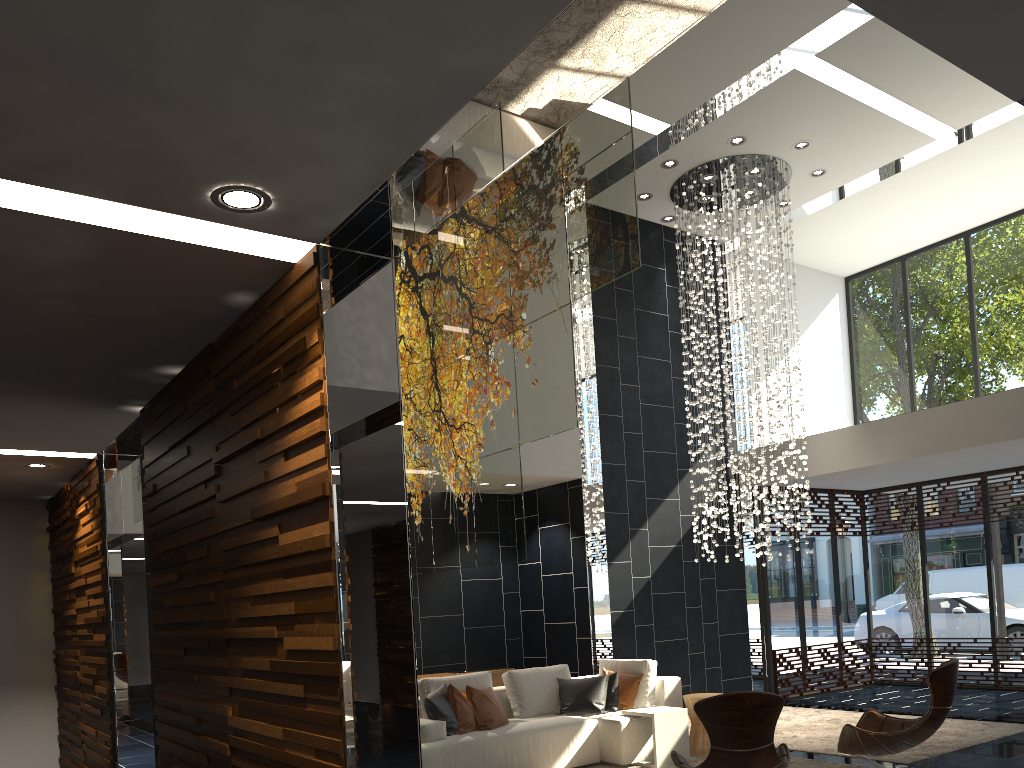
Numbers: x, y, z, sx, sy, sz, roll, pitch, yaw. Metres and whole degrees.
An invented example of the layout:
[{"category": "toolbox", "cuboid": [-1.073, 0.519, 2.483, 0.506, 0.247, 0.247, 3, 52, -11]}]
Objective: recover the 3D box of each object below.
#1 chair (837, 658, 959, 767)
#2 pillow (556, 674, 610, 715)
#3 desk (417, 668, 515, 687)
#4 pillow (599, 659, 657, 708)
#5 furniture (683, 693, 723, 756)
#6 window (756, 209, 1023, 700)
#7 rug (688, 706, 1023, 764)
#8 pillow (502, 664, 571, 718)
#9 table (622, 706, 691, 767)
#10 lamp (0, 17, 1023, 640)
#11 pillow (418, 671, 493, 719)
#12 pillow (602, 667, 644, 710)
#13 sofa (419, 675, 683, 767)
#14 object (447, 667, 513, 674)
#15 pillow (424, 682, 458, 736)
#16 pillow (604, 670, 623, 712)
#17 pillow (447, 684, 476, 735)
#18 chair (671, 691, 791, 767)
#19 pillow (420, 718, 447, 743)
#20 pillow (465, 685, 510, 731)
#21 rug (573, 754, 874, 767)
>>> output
[{"category": "chair", "cuboid": [2.635, 2.334, 5.892, 0.795, 0.910, 0.684, -6, -6, 22]}, {"category": "pillow", "cuboid": [0.642, 2.832, 7.839, 0.507, 0.358, 0.304, -6, -7, 14]}, {"category": "desk", "cuboid": [-0.964, 3.452, 9.059, 2.250, 0.732, 1.015, 6, -13, -35]}, {"category": "pillow", "cuboid": [1.087, 2.841, 8.201, 0.218, 0.447, 0.731, -1, -10, -34]}, {"category": "furniture", "cuboid": [1.769, 3.093, 7.850, 0.393, 0.510, 0.401, -3, -6, -1]}, {"category": "window", "cuboid": [5.881, 0.540, 9.388, 2.353, 5.882, 6.294, -1, -8, -36]}, {"category": "rug", "cuboid": [3.112, 3.551, 8.920, 2.342, 0.006, 3.512, 7, -17, -34]}, {"category": "pillow", "cuboid": [0.277, 2.836, 7.980, 0.721, 0.427, 0.296, 4, -9, -34]}, {"category": "table", "cuboid": [1.247, 3.053, 7.478, 0.401, 0.456, 0.409, 2, -9, -35]}, {"category": "lamp", "cuboid": [-3.996, -44.605, 4.769, 398.435, 111.364, 412.368, -1, -14, -10]}, {"category": "pillow", "cuboid": [-0.458, 2.739, 7.463, 0.721, 0.443, 0.252, 4, -8, -35]}, {"category": "pillow", "cuboid": [0.971, 2.847, 8.032, 0.269, 0.403, 0.532, 1, -10, -40]}, {"category": "sofa", "cuboid": [0.222, 3.022, 7.564, 2.858, 0.667, 1.325, 6, -15, -35]}, {"category": "object", "cuboid": [-0.345, 3.152, 9.486, 0.710, 0.026, 0.249, 3, -16, -25]}, {"category": "pillow", "cuboid": [-0.559, 2.660, 7.044, 0.256, 0.403, 0.568, -4, -10, 12]}, {"category": "pillow", "cuboid": [0.785, 2.850, 7.952, 0.559, 0.407, 0.258, -7, -6, 22]}, {"category": "pillow", "cuboid": [-0.396, 2.685, 7.188, 0.245, 0.419, 0.560, -5, -10, 19]}, {"category": "chair", "cuboid": [1.300, 2.144, 4.850, 0.675, 0.909, 0.808, -3, -7, -8]}, {"category": "pillow", "cuboid": [-0.782, 2.755, 6.890, 0.241, 0.147, 0.639, 6, -16, -39]}, {"category": "pillow", "cuboid": [-0.205, 2.729, 7.308, 0.271, 0.402, 0.529, -6, -10, 25]}, {"category": "rug", "cuboid": [0.580, 3.252, 7.187, 3.222, 0.006, 6.066, 7, -17, -34]}]
